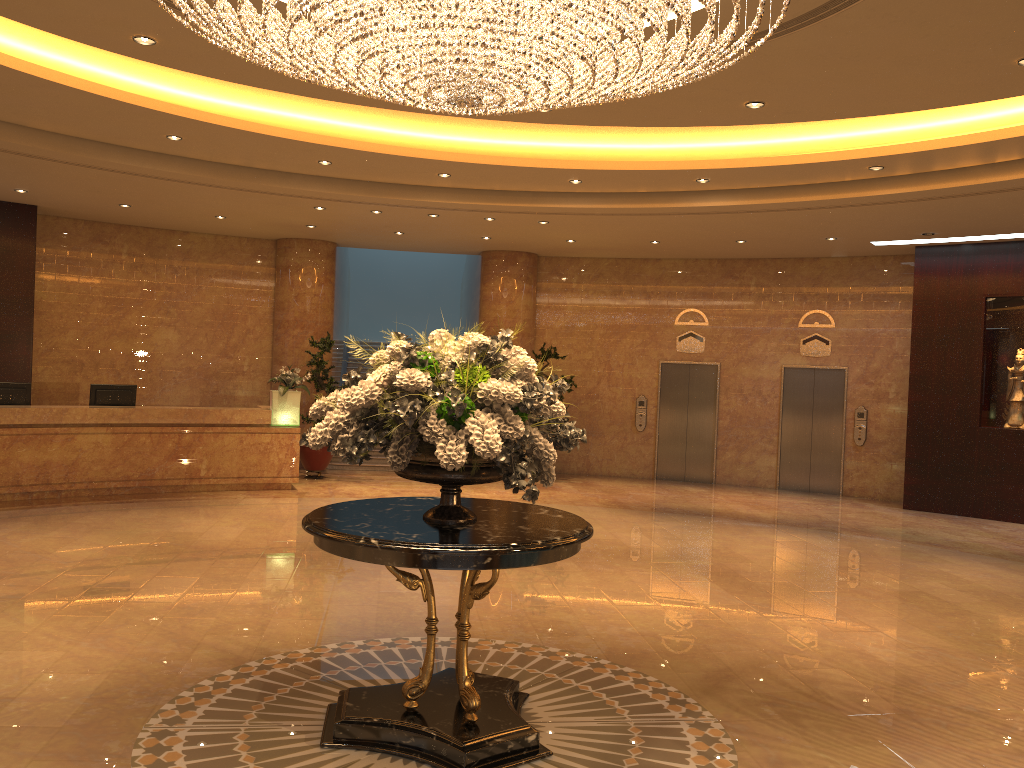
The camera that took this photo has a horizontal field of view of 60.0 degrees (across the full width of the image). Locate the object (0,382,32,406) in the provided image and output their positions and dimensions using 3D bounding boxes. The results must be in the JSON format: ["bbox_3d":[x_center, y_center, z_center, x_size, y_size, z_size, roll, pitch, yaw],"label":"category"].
[{"bbox_3d":[-6.496,0.225,11.351,0.531,0.500,0.430,2,1,-5],"label":"object"}]

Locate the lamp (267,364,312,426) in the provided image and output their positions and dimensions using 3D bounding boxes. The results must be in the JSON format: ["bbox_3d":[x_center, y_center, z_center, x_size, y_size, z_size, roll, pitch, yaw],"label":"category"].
[{"bbox_3d":[-3.249,0.153,12.973,0.606,0.897,0.532,2,1,-29],"label":"lamp"}]

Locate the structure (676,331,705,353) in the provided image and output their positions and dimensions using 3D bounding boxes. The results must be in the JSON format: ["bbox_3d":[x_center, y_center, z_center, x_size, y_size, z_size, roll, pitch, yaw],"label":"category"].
[{"bbox_3d":[3.184,-0.751,15.806,0.504,0.405,0.012,3,1,17],"label":"structure"}]

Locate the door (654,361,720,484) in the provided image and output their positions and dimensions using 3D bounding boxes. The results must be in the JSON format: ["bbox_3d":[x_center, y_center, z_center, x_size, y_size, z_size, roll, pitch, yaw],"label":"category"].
[{"bbox_3d":[3.137,0.673,15.869,1.070,2.145,0.150,3,1,18],"label":"door"}]

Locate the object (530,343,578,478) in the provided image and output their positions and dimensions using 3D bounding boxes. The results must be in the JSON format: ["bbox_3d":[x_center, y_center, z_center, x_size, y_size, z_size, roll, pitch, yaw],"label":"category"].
[{"bbox_3d":[0.494,0.465,15.304,1.250,2.363,0.843,3,1,14],"label":"object"}]

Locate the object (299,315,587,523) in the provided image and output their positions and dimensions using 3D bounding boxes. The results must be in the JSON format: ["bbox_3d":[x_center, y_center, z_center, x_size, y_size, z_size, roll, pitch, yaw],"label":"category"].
[{"bbox_3d":[-0.331,0.189,4.562,1.318,0.999,1.277,3,1,23],"label":"object"}]

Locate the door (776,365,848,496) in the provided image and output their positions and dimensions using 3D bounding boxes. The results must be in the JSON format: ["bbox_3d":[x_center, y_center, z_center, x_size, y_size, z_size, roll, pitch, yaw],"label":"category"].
[{"bbox_3d":[5.096,0.768,15.052,1.070,2.149,0.150,3,1,28],"label":"door"}]

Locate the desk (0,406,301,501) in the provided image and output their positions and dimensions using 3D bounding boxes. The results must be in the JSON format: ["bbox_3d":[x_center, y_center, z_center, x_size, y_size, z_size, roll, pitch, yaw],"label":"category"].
[{"bbox_3d":[-7.178,0.862,8.571,3.466,1.155,12.951,3,1,27],"label":"desk"}]

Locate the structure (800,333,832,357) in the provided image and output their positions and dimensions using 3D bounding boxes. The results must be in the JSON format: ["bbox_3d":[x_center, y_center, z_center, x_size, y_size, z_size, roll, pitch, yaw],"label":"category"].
[{"bbox_3d":[5.132,-0.659,14.984,0.504,0.405,0.012,3,1,28],"label":"structure"}]

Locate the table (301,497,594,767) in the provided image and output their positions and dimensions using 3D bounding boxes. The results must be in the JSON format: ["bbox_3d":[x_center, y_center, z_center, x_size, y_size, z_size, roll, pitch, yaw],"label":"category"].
[{"bbox_3d":[-0.346,1.232,4.602,1.493,1.089,1.493,2,1,-14],"label":"table"}]

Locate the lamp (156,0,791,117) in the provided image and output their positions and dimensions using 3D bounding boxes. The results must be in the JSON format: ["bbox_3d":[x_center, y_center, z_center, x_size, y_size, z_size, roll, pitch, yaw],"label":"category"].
[{"bbox_3d":[-0.221,-2.055,4.606,3.204,1.196,3.206,3,1,29],"label":"lamp"}]

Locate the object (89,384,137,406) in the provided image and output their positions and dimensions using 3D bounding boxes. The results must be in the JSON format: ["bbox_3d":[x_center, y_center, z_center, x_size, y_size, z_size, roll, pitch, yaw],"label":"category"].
[{"bbox_3d":[-5.491,0.253,12.204,0.531,0.500,0.430,2,1,0],"label":"object"}]

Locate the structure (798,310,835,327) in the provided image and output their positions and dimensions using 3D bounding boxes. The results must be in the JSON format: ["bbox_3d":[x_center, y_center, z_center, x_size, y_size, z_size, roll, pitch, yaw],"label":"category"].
[{"bbox_3d":[5.149,-1.105,14.976,0.600,0.293,0.010,3,1,28],"label":"structure"}]

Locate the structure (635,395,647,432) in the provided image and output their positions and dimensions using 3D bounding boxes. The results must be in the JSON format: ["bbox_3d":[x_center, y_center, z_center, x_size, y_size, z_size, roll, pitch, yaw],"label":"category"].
[{"bbox_3d":[2.334,0.533,16.026,0.200,0.661,0.053,3,1,14],"label":"structure"}]

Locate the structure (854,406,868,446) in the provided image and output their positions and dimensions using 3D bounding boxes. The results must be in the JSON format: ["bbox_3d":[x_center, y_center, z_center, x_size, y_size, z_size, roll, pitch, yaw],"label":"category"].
[{"bbox_3d":[5.736,0.693,14.600,0.200,0.661,0.053,3,1,32],"label":"structure"}]

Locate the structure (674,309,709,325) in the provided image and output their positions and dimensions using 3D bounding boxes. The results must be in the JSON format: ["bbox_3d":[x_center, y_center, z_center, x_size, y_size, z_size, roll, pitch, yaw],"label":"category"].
[{"bbox_3d":[3.202,-1.198,15.798,0.600,0.293,0.010,3,1,17],"label":"structure"}]

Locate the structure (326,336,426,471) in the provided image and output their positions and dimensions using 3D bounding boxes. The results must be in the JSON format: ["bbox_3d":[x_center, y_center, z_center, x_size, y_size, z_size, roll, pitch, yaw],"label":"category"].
[{"bbox_3d":[-2.255,-1.308,19.034,9.849,5.560,7.472,2,1,-8],"label":"structure"}]

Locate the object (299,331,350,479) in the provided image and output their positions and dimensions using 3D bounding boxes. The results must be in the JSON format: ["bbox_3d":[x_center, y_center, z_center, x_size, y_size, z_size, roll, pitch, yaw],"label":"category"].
[{"bbox_3d":[-3.028,0.336,14.402,0.843,2.363,1.250,2,1,-27],"label":"object"}]
